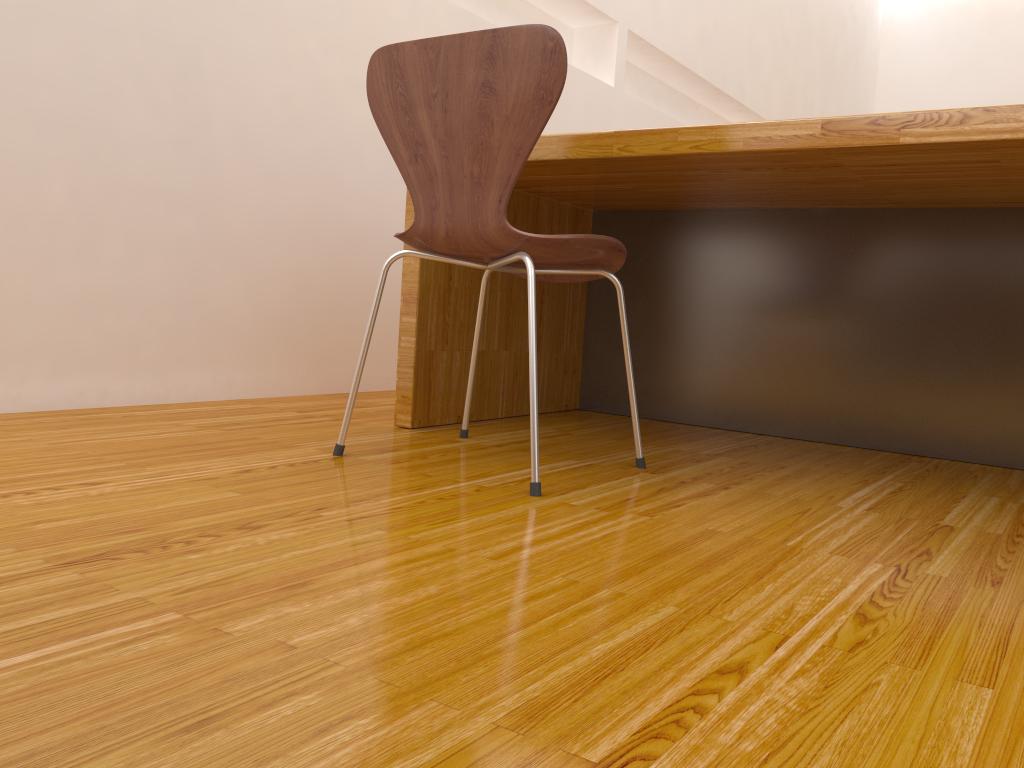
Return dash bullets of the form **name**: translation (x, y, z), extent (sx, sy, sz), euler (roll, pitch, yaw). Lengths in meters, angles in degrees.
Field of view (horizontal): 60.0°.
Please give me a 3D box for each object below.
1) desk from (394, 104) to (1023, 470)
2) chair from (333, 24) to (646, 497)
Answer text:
- **desk**: translation (1.474, 0.012, 1.679), extent (3.243, 0.785, 1.527), euler (7, 6, 34)
- **chair**: translation (-0.012, -0.202, 1.551), extent (0.428, 0.693, 0.381), euler (7, 6, 34)
